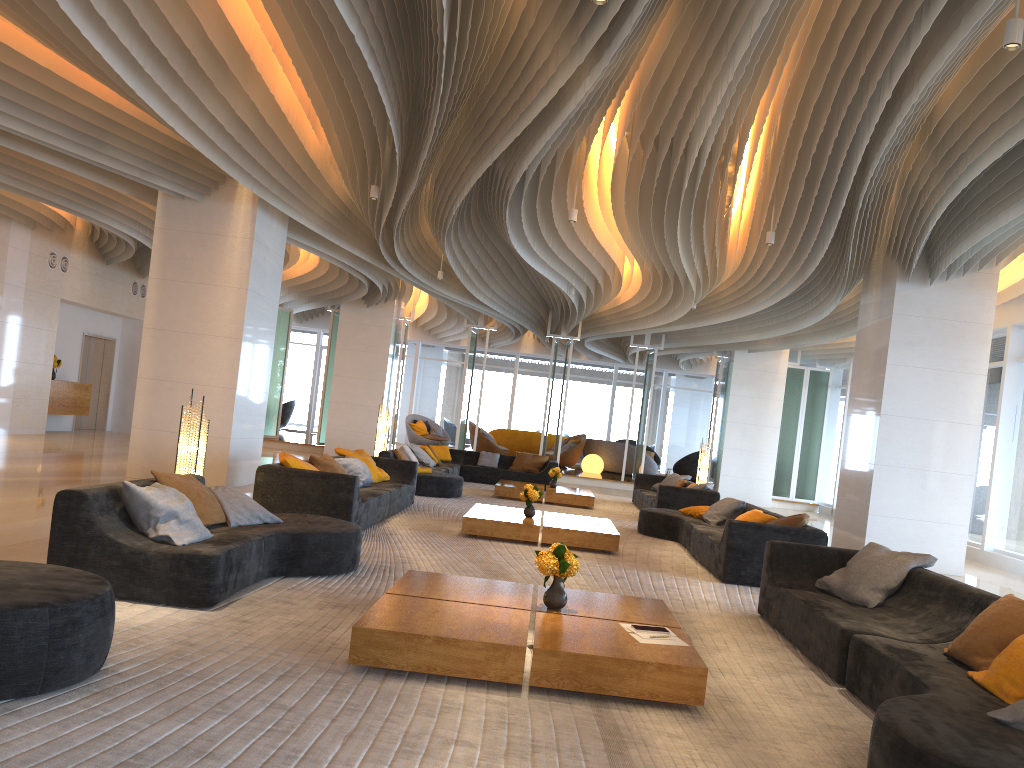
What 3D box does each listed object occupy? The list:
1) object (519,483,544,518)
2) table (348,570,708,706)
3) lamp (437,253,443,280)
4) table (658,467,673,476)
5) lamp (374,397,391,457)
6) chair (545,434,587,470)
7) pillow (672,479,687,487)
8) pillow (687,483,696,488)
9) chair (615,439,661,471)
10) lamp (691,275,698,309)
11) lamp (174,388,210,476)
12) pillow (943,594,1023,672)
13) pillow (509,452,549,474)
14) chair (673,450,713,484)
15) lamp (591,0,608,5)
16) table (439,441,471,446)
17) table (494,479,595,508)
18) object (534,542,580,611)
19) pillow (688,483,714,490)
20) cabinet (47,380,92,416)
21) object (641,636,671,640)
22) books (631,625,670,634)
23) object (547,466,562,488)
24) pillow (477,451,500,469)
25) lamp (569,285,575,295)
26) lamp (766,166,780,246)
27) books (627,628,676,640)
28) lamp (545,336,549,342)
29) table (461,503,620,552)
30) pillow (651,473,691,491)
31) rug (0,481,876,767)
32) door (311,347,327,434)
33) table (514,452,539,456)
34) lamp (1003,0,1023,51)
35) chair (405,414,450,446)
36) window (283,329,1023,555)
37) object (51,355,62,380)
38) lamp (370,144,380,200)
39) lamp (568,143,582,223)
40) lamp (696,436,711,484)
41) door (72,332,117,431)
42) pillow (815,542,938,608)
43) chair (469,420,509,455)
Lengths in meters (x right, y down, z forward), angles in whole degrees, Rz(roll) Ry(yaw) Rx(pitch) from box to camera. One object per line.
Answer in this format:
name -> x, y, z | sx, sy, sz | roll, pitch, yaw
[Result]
object -> 0.199, 1.265, 9.673 | 0.232, 0.377, 0.270 | 7, -1, 24
table -> 0.102, 1.325, 4.757 | 1.599, 0.220, 1.603 | 7, -3, 2
lamp -> -1.125, -2.507, 14.926 | 0.091, 1.506, 0.087 | 6, 1, -43
table -> 4.093, 2.504, 25.000 | 1.098, 0.318, 0.805 | 8, -3, -27
lamp -> -2.373, 0.956, 16.159 | 0.250, 1.451, 0.250 | 7, 0, 2
chair -> 1.399, 1.803, 24.197 | 1.145, 1.005, 1.507 | 7, -2, -10
pillow -> 2.834, 1.792, 15.358 | 0.322, 0.312, 0.408 | 7, -2, 0
pillow -> 2.781, 1.728, 14.131 | 0.321, 0.312, 0.409 | 7, -2, 4
chair -> 3.634, 2.149, 25.971 | 1.535, 1.005, 1.124 | 7, -1, -16
lamp -> 3.128, -2.008, 14.888 | 0.091, 1.506, 0.087 | 6, 1, -43
lamp -> -2.734, 0.639, 7.546 | 0.250, 1.198, 0.250 | 7, 0, 2
pillow -> 2.338, 1.213, 4.220 | 0.370, 0.374, 0.576 | 7, -2, 1
pillow -> 0.337, 1.579, 17.708 | 0.629, 0.377, 0.556 | 6, -2, 24
chair -> 5.160, 2.258, 24.456 | 1.543, 1.005, 1.118 | 8, -2, -26
lamp -> 0.554, -2.785, 4.717 | 0.091, 1.506, 0.087 | 6, 1, -43
table -> -1.539, 1.854, 25.299 | 1.074, 0.318, 0.823 | 6, -2, 8
table -> 0.547, 1.852, 14.932 | 1.599, 0.220, 1.603 | 7, -3, 2
object -> 0.240, 1.046, 4.867 | 0.265, 0.377, 0.237 | 7, 0, 4
pillow -> 2.777, 1.676, 13.617 | 0.539, 0.377, 0.648 | 6, -2, 24
cabinet -> -9.047, 0.257, 17.626 | 0.558, 0.661, 1.513 | 7, -2, 3
object -> 0.723, 1.265, 4.462 | 0.183, 0.014, 0.104 | 8, -3, -18
books -> 0.716, 1.269, 4.593 | 0.182, 0.011, 0.111 | 7, -3, -8
object -> 0.727, 1.580, 15.076 | 0.232, 0.377, 0.271 | 6, -1, 34
pillow -> -0.467, 1.512, 17.699 | 0.407, 0.312, 0.323 | 7, -1, 4
lamp -> 1.084, -2.248, 14.906 | 0.091, 1.506, 0.087 | 6, 1, -43
lamp -> 2.912, -2.275, 9.716 | 0.089, 1.506, 0.088 | 7, 0, -7
books -> 0.708, 1.269, 4.513 | 0.183, 0.011, 0.209 | 8, -3, -17
lamp -> 1.007, -1.868, 23.259 | 0.088, 1.506, 0.090 | 7, 0, 11
table -> 0.322, 1.585, 9.773 | 1.599, 0.220, 1.603 | 7, -3, 2
pillow -> 2.890, 1.809, 16.200 | 0.555, 0.377, 0.630 | 7, -2, -20
rug -> 0.324, 1.714, 10.098 | 5.506, 0.022, 16.247 | 7, -3, 3
door -> -5.530, 0.280, 28.322 | 1.458, 2.771, 0.060 | 7, 0, 0
table -> 0.446, 2.012, 23.674 | 0.827, 0.318, 1.068 | 7, -2, -16
lamp -> 2.736, -2.530, 4.691 | 0.091, 1.506, 0.087 | 6, 1, -43
chair -> -2.457, 1.423, 25.801 | 1.113, 1.005, 1.550 | 5, -2, 44
window -> 4.828, 0.484, 12.078 | 22.575, 3.220, 53.458 | 8, -3, -32
object -> -8.911, -0.328, 17.249 | 0.268, 0.497, 0.234 | 7, 0, -11
lamp -> -1.432, -2.785, 9.748 | 0.089, 1.506, 0.088 | 7, 0, -7
lamp -> 0.748, -2.529, 9.736 | 0.090, 1.506, 0.087 | 7, 0, -25
lamp -> 3.668, 1.710, 17.072 | 0.250, 1.451, 0.250 | 7, 0, 2
door -> -9.258, -0.029, 19.451 | 0.246, 2.100, 1.407 | 7, -1, 3
pillow -> 2.445, 1.282, 6.021 | 0.555, 0.377, 0.630 | 7, -2, -20
chair -> -0.633, 1.537, 23.632 | 1.129, 1.005, 1.529 | 7, -2, 10
